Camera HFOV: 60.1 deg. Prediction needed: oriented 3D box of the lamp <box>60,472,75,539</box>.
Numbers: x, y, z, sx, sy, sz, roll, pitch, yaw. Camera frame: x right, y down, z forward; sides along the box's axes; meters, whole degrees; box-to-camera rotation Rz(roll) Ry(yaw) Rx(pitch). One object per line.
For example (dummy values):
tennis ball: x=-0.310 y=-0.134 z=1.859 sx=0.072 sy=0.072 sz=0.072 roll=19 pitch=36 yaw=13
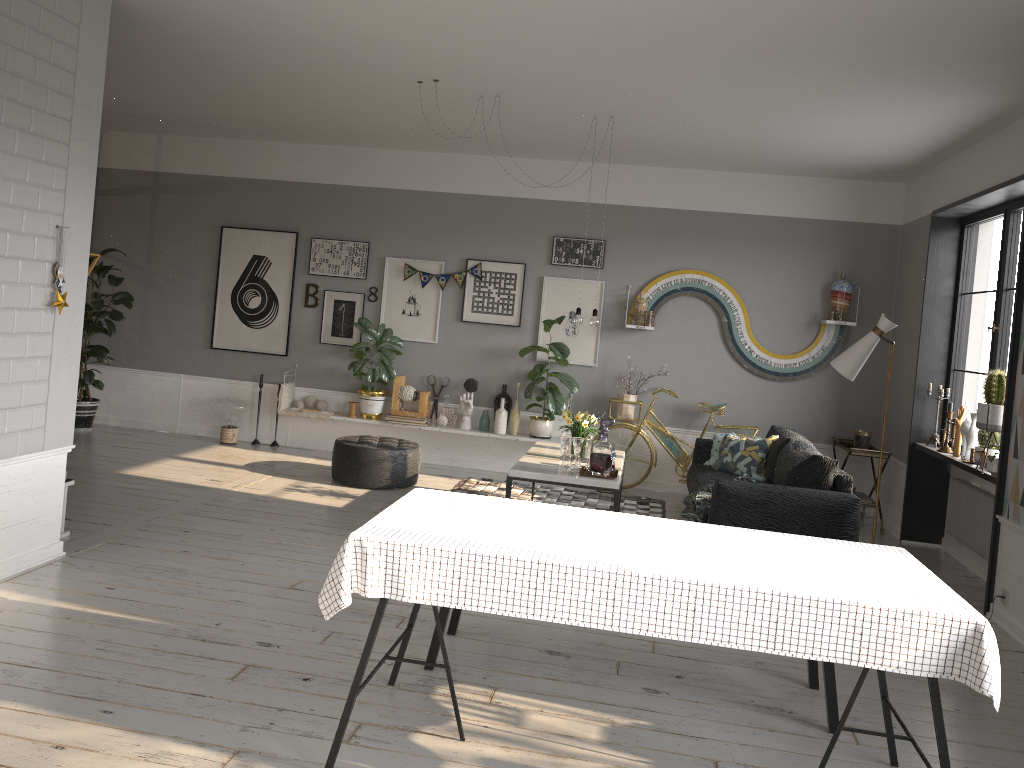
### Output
lamp: x=-2.693 y=0.632 z=4.987 sx=0.287 sy=0.477 sz=0.287 roll=6 pitch=2 yaw=7

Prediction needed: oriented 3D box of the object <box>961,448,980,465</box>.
object: x=3.104 y=0.485 z=5.968 sx=0.123 sy=0.099 sz=0.123 roll=7 pitch=3 yaw=31

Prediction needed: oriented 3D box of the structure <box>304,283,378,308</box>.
structure: x=-1.679 y=-0.853 z=8.709 sx=0.740 sy=0.263 sz=0.024 roll=6 pitch=1 yaw=9

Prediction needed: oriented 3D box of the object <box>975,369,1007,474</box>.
object: x=3.016 y=0.223 z=5.537 sx=0.228 sy=0.669 sz=0.236 roll=5 pitch=1 yaw=-21

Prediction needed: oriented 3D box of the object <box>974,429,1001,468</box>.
object: x=3.145 y=0.407 z=5.814 sx=0.213 sy=0.282 sz=0.235 roll=5 pitch=2 yaw=-17

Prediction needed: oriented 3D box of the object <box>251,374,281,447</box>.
object: x=-2.397 y=0.252 z=8.705 sx=0.279 sy=0.700 sz=0.092 roll=5 pitch=1 yaw=1

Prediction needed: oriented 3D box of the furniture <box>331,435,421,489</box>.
furniture: x=-1.138 y=0.645 z=7.433 sx=0.735 sy=0.356 sz=0.737 roll=5 pitch=4 yaw=-4

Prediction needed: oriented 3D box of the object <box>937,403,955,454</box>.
object: x=3.198 y=0.314 z=6.484 sx=0.123 sy=0.375 sz=0.123 roll=6 pitch=1 yaw=13

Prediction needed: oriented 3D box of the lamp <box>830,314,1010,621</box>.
lamp: x=2.244 y=0.488 z=4.798 sx=1.247 sy=1.700 sz=0.680 roll=6 pitch=1 yaw=7

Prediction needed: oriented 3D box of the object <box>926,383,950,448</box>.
object: x=3.252 y=0.237 z=6.805 sx=0.145 sy=0.489 sz=0.162 roll=6 pitch=1 yaw=45

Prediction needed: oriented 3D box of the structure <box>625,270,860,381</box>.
structure: x=2.039 y=-0.539 z=8.000 sx=2.024 sy=0.955 sz=0.267 roll=6 pitch=1 yaw=9

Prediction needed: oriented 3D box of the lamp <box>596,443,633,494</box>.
lamp: x=0.853 y=0.749 z=7.903 sx=0.434 sy=0.437 sz=0.432 roll=7 pitch=3 yaw=39

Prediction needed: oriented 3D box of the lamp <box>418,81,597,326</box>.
lamp: x=-0.063 y=-1.224 z=6.190 sx=1.393 sy=1.534 sz=0.074 roll=4 pitch=1 yaw=-22

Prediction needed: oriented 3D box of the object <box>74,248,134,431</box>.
object: x=-4.296 y=-0.339 z=7.066 sx=1.012 sy=1.790 sz=3.903 roll=5 pitch=4 yaw=8

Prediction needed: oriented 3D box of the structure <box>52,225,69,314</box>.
structure: x=-2.272 y=-0.573 z=4.450 sx=0.078 sy=0.447 sz=0.134 roll=5 pitch=1 yaw=-4

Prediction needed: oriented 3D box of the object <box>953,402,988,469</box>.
object: x=3.128 y=0.336 z=5.976 sx=0.135 sy=0.409 sz=0.663 roll=5 pitch=3 yaw=10

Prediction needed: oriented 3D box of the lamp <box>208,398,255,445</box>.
lamp: x=-2.743 y=0.360 z=8.614 sx=0.434 sy=0.437 sz=0.432 roll=7 pitch=3 yaw=30

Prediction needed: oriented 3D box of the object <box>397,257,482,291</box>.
object: x=-0.694 y=-1.065 z=8.531 sx=0.915 sy=0.339 sz=0.057 roll=6 pitch=1 yaw=8

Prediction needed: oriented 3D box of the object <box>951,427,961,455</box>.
object: x=3.234 y=0.361 z=6.407 sx=0.076 sy=0.300 sz=0.075 roll=6 pitch=1 yaw=39

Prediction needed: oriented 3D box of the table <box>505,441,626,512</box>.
table: x=0.416 y=0.797 z=6.372 sx=0.733 sy=0.510 sz=1.458 roll=6 pitch=4 yaw=8

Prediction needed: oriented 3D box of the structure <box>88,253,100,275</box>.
structure: x=-2.518 y=-0.898 z=4.845 sx=0.495 sy=0.774 sz=0.185 roll=6 pitch=1 yaw=9

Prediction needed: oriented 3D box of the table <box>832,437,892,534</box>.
table: x=2.949 y=0.850 z=7.574 sx=0.339 sy=0.678 sz=0.743 roll=5 pitch=3 yaw=8

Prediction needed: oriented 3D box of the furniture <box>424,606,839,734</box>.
furniture: x=0.509 y=1.034 z=3.787 sx=1.671 sy=0.455 sz=0.466 roll=6 pitch=3 yaw=9

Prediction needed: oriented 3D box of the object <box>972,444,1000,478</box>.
object: x=2.943 y=0.463 z=5.372 sx=0.247 sy=0.203 sz=0.171 roll=6 pitch=2 yaw=11

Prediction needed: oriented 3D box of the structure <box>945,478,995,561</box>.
structure: x=3.222 y=0.952 z=6.035 sx=0.149 sy=0.427 sz=1.225 roll=5 pitch=4 yaw=6

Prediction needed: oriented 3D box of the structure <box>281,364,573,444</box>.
structure: x=-0.833 y=0.193 z=8.427 sx=2.778 sy=0.486 sz=0.308 roll=6 pitch=2 yaw=9

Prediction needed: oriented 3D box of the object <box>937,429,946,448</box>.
object: x=3.316 y=0.413 z=6.795 sx=0.084 sy=0.151 sz=0.084 roll=6 pitch=2 yaw=12

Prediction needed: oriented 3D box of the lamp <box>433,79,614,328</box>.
lamp: x=0.051 y=-1.207 z=6.112 sx=1.393 sy=1.534 sz=0.074 roll=4 pitch=1 yaw=-22

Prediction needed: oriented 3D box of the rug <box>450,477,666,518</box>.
rug: x=0.273 y=1.005 z=6.621 sx=1.771 sy=0.034 sz=2.531 roll=6 pitch=5 yaw=9

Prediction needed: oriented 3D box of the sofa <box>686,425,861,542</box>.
sofa: x=1.827 y=0.776 z=6.571 sx=0.971 sy=0.796 sz=2.345 roll=6 pitch=4 yaw=8

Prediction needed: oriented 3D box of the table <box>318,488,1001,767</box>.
table: x=0.434 y=0.924 z=3.002 sx=2.027 sy=0.783 sz=0.933 roll=6 pitch=3 yaw=8
